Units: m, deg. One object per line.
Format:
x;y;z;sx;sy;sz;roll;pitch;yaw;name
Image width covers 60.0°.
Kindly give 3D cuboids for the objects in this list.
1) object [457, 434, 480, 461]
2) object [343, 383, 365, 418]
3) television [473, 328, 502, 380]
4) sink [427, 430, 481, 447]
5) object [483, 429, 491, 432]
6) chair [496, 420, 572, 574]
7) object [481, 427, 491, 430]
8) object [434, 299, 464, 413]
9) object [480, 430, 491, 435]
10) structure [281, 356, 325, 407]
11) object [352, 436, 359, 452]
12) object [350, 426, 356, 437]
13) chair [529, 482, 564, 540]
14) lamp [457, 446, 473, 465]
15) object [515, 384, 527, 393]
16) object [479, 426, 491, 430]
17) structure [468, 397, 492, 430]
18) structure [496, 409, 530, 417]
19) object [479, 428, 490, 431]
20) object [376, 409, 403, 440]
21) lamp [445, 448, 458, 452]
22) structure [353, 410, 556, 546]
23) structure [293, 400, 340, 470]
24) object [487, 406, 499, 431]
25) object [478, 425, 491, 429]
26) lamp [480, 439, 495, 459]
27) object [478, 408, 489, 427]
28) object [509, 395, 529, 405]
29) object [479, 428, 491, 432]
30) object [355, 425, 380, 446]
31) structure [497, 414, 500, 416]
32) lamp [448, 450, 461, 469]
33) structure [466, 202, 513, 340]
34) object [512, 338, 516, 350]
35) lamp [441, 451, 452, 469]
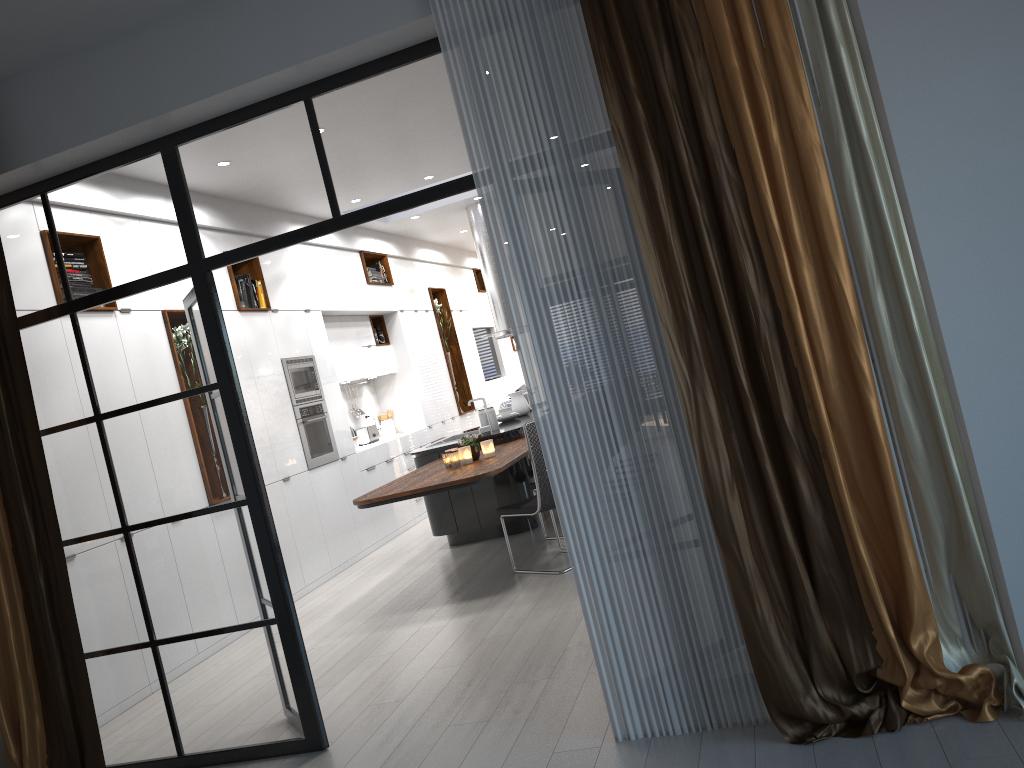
-0.302;0.463;6.515;0.151;0.206;0.158;-14;0;32;object
-1.786;0.191;10.013;0.069;0.389;0.321;-14;0;17;object
-0.435;-0.462;13.875;0.050;0.805;1.189;-14;0;15;television
-0.434;0.554;8.230;0.484;0.152;0.739;-14;1;15;sink
-0.229;0.417;7.755;0.110;0.023;0.111;-14;1;28;object
0.206;0.742;6.134;0.472;1.018;0.535;-14;0;-40;chair
-0.234;0.399;7.755;0.110;0.023;0.111;-14;1;28;object
-0.891;-0.385;12.107;0.321;1.615;0.324;-14;-1;41;object
-0.228;0.424;7.755;0.110;0.023;0.111;-14;1;28;object
-2.093;0.017;8.090;0.458;0.430;0.596;-14;0;15;structure
-1.717;0.644;8.898;0.379;0.148;0.263;-14;1;15;object
-1.735;0.578;9.455;0.221;0.270;0.178;-14;0;-32;object
0.456;0.665;7.037;0.472;1.018;0.535;-14;0;-45;chair
-0.334;0.516;6.384;0.095;0.124;0.096;-14;0;8;lamp
0.106;0.119;10.442;0.257;0.212;0.248;-14;0;-39;object
-0.236;0.392;7.755;0.110;0.023;0.111;-14;1;28;object
-0.300;0.287;8.152;0.176;0.310;0.089;-14;0;15;structure
0.131;0.290;10.448;0.501;0.026;0.813;-14;1;15;structure
-0.233;0.405;7.755;0.110;0.023;0.111;-14;1;28;object
-1.490;0.475;10.546;0.220;0.316;0.331;-14;0;15;object
-0.430;0.538;6.485;0.095;0.124;0.096;-14;0;32;lamp
0.051;0.814;8.343;1.375;0.887;5.649;-14;1;15;structure
-1.955;0.498;8.081;0.494;0.570;0.596;-14;0;15;structure
-0.171;0.306;7.893;0.070;0.219;0.071;-14;-1;41;object
-0.237;0.386;7.756;0.110;0.023;0.111;-14;1;28;object
-0.173;0.475;6.459;0.096;0.124;0.095;-14;0;-42;lamp
-0.250;0.326;7.906;0.071;0.219;0.070;-14;0;-21;object
0.135;0.201;10.442;0.253;0.147;0.265;-14;1;-32;object
-0.231;0.411;7.755;0.110;0.023;0.111;-14;1;28;object
-1.625;0.578;10.018;0.176;0.195;0.261;-14;0;16;object
-0.149;0.715;13.867;0.221;0.516;1.206;-14;1;15;structure
-0.404;0.538;6.300;0.078;0.120;0.078;-14;0;-2;lamp
-0.186;-1.334;10.459;0.694;1.609;1.045;-14;0;14;structure
-0.001;-0.899;15.392;0.480;0.626;0.315;-14;0;6;object
-0.455;0.549;6.383;0.078;0.120;0.078;-14;0;-2;lamp
